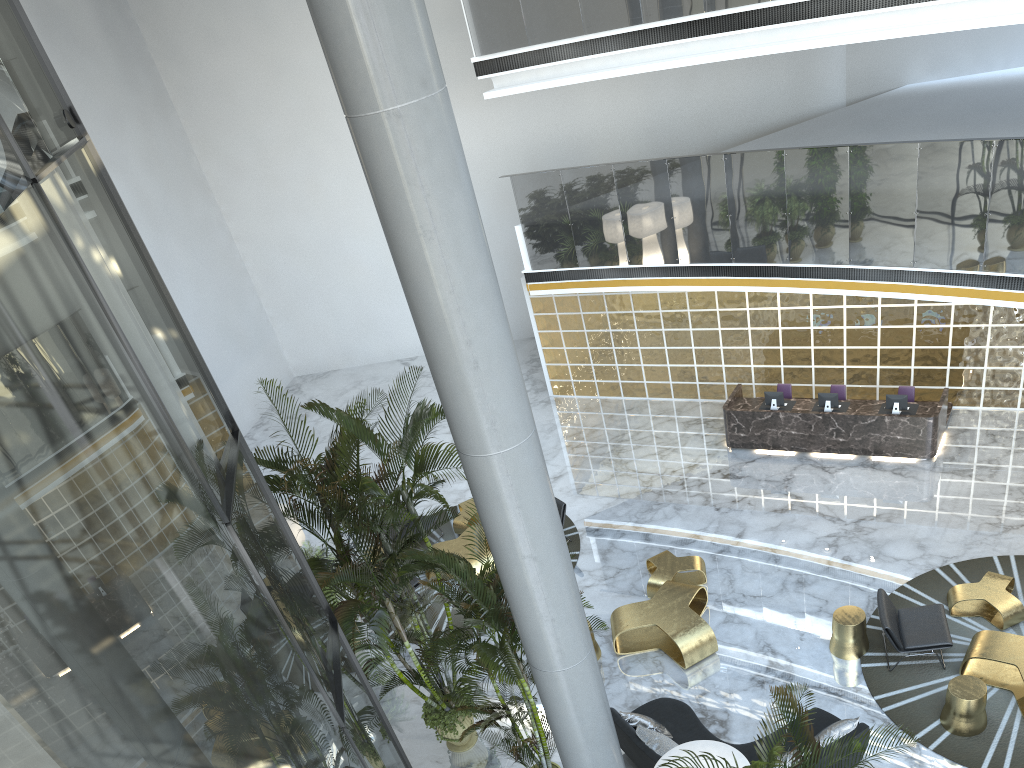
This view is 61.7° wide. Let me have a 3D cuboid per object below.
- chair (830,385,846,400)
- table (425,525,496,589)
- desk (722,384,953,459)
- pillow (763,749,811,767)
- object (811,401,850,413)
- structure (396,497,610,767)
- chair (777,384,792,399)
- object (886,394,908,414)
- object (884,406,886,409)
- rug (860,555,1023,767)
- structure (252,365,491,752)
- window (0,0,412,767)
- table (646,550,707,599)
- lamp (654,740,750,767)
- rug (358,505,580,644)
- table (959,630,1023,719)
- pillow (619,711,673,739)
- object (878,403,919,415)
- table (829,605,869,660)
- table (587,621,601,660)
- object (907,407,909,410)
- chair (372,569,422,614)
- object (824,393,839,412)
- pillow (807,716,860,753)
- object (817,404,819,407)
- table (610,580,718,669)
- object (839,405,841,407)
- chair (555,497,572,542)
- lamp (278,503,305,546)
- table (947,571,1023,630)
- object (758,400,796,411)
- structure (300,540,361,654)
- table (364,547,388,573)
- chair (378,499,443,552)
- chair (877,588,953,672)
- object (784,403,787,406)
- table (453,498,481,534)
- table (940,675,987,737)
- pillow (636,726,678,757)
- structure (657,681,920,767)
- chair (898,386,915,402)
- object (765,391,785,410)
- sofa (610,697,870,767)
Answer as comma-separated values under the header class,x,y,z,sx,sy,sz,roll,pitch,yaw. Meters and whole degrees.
class,x,y,z,sx,sy,sz,roll,pitch,yaw
chair,4.961,0.358,13.130,0.247,0.667,0.312,8,39,31
table,-0.620,2.594,12.735,1.334,0.460,1.062,-26,31,-17
desk,5.045,0.386,13.324,3.050,0.816,1.437,2,35,31
pillow,2.622,3.685,8.272,0.604,0.458,0.261,-21,33,-9
object,4.764,0.369,12.835,0.493,0.005,0.375,3,34,32
structure,0.088,2.860,7.971,1.576,4.241,1.871,-34,37,-26
chair,4.267,0.342,13.529,0.247,0.667,0.312,8,39,31
object,5.493,0.284,12.241,0.281,0.335,0.103,4,38,29
object,5.441,0.339,12.499,0.034,0.019,0.058,7,36,35
rug,5.646,2.943,9.279,3.374,0.021,3.254,7,36,37
structure,-1.151,2.104,8.861,2.313,5.297,2.334,-36,38,-28
window,-2.411,3.022,3.892,4.163,9.164,13.577,-25,31,-14
table,2.202,2.543,11.515,0.796,0.334,0.804,-10,30,12
lamp,1.753,3.986,7.530,0.811,1.900,0.758,6,39,29
rug,-0.695,2.738,13.026,3.533,0.021,3.094,-17,28,-1
table,5.405,2.980,8.836,1.363,0.460,1.037,-9,30,13
pillow,1.409,3.616,9.064,0.532,0.423,0.255,12,42,39
object,5.570,0.388,12.372,0.493,0.005,0.375,3,34,32
table,3.871,2.842,9.838,0.432,0.567,0.395,-26,34,-16
table,0.859,3.231,10.754,0.432,0.567,0.395,-26,34,-16
object,5.606,0.349,12.404,0.255,0.012,0.064,2,33,30
chair,-1.746,2.943,12.395,0.696,0.766,0.662,-33,35,-25
object,4.686,0.266,12.704,0.281,0.335,0.103,4,38,29
pillow,3.153,3.453,8.403,0.601,0.458,0.262,-23,33,-12
object,4.635,0.321,12.962,0.034,0.019,0.058,7,36,35
table,1.973,3.001,10.648,1.425,0.491,1.134,-26,31,-17
object,4.799,0.330,12.866,0.255,0.012,0.064,2,33,30
chair,0.415,2.093,12.755,0.703,0.766,0.654,-30,34,-21
lamp,-3.281,2.672,12.553,0.811,1.900,0.758,6,39,29
table,5.504,2.454,9.874,0.807,0.313,0.698,14,41,42
object,4.083,0.354,13.226,0.493,0.005,0.375,3,34,32
structure,-2.564,2.957,11.544,0.932,2.013,0.844,-34,37,-27
table,-2.001,2.753,13.073,0.450,0.573,0.405,-24,33,-12
chair,-1.599,2.282,13.493,0.706,0.766,0.652,4,37,29
chair,4.445,2.710,9.506,0.722,0.766,0.635,-6,33,17
object,4.119,0.315,13.257,0.255,0.012,0.064,2,33,30
table,-0.542,2.092,13.742,0.746,0.313,0.753,-10,30,12
table,4.593,3.247,8.682,0.425,0.567,0.402,-32,35,-24
pillow,1.548,3.710,8.767,0.343,0.517,0.581,-36,36,-29
structure,2.008,3.496,6.131,1.354,3.931,1.114,-32,37,-24
chair,5.786,0.377,12.657,0.247,0.667,0.312,8,39,31
object,4.006,0.250,13.095,0.281,0.335,0.103,4,38,29
sofa,2.305,3.680,8.939,1.878,0.813,1.789,-27,31,-18
